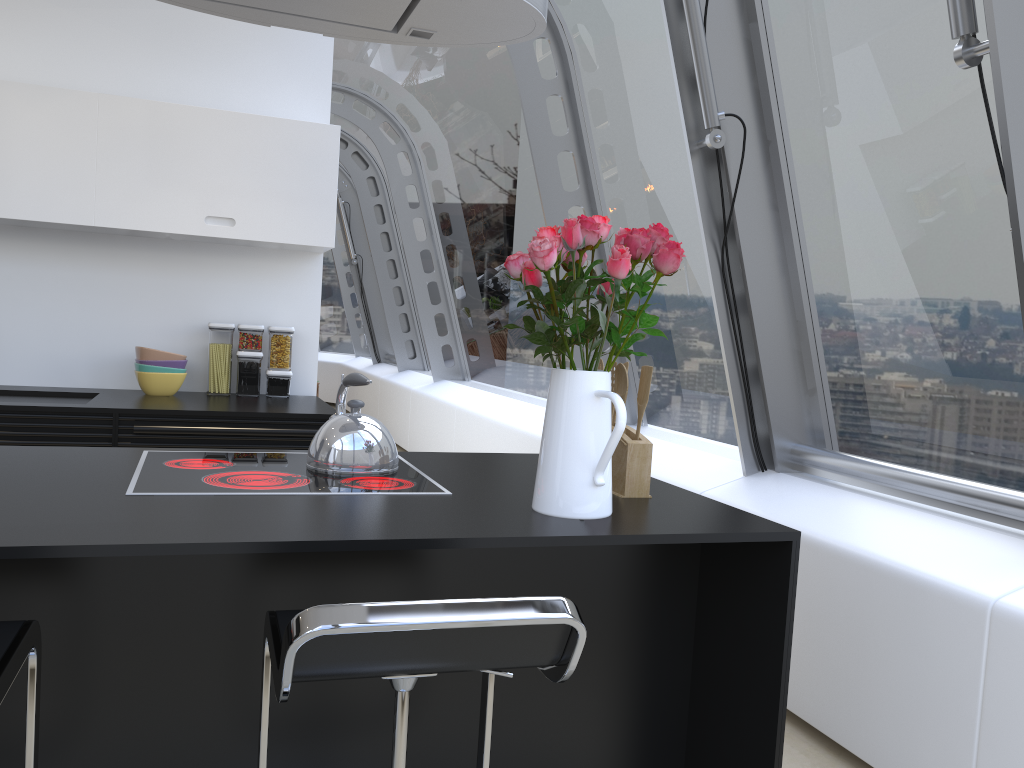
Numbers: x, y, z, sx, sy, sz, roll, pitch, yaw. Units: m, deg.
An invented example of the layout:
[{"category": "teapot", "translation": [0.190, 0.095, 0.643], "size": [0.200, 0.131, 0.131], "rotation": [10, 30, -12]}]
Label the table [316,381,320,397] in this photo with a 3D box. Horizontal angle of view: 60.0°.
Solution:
[{"category": "table", "translation": [-3.137, 0.151, 11.358], "size": [1.007, 0.436, 0.923], "rotation": [5, 4, 23]}]

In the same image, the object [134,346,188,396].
[{"category": "object", "translation": [-1.467, -0.052, 3.705], "size": [0.205, 0.205, 0.185], "rotation": [2, 4, -31]}]

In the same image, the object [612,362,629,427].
[{"category": "object", "translation": [0.243, 0.093, 2.150], "size": [0.040, 0.299, 0.061], "rotation": [2, 4, -21]}]

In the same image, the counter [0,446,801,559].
[{"category": "counter", "translation": [-1.392, 0.183, 1.570], "size": [3.800, 0.018, 1.006], "rotation": [2, 4, -19]}]

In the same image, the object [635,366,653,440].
[{"category": "object", "translation": [0.286, 0.104, 2.022], "size": [0.030, 0.294, 0.057], "rotation": [2, 3, -18]}]

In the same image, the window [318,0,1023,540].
[{"category": "window", "translation": [-6.976, -0.923, 4.409], "size": [16.693, 3.674, 16.171], "rotation": [2, 4, -26]}]

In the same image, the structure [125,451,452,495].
[{"category": "structure", "translation": [-0.522, 0.220, 2.047], "size": [0.640, 0.041, 0.562], "rotation": [2, 4, -19]}]

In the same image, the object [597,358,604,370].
[{"category": "object", "translation": [0.207, 0.083, 2.263], "size": [0.027, 0.299, 0.055], "rotation": [2, 3, -18]}]

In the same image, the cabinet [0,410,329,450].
[{"category": "cabinet", "translation": [-3.169, -0.609, 2.860], "size": [5.157, 2.901, 0.831], "rotation": [2, 4, -19]}]

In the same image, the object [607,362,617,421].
[{"category": "object", "translation": [0.236, 0.095, 2.111], "size": [0.019, 0.299, 0.057], "rotation": [2, 3, -18]}]

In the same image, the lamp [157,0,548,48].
[{"category": "lamp", "translation": [-0.421, -1.356, 1.956], "size": [1.112, 0.966, 0.606], "rotation": [2, 4, -19]}]

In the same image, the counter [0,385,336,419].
[{"category": "counter", "translation": [-2.538, 0.025, 3.130], "size": [3.738, 0.025, 0.804], "rotation": [2, 4, -19]}]

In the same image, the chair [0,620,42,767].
[{"category": "chair", "translation": [-0.868, 0.661, 1.127], "size": [0.418, 0.857, 0.460], "rotation": [2, 3, -19]}]

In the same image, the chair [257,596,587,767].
[{"category": "chair", "translation": [-0.175, 0.691, 1.359], "size": [0.418, 0.857, 0.460], "rotation": [2, 3, -19]}]

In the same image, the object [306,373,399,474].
[{"category": "object", "translation": [-0.381, 0.087, 2.155], "size": [0.221, 0.230, 0.221], "rotation": [4, 3, 12]}]

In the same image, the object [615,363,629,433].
[{"category": "object", "translation": [0.258, 0.101, 2.051], "size": [0.039, 0.298, 0.068], "rotation": [2, 3, -18]}]

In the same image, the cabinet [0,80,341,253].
[{"category": "cabinet", "translation": [-2.559, -0.924, 3.306], "size": [3.741, 0.515, 0.343], "rotation": [2, 4, -19]}]

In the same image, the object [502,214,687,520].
[{"category": "object", "translation": [0.143, -0.040, 1.766], "size": [0.327, 0.596, 0.350], "rotation": [3, 3, -12]}]

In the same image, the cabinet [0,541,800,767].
[{"category": "cabinet", "translation": [-1.419, 0.610, 1.595], "size": [3.800, 0.838, 1.007], "rotation": [2, 4, -19]}]

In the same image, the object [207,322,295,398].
[{"category": "object", "translation": [-1.159, -0.105, 3.923], "size": [0.365, 0.315, 0.113], "rotation": [2, 4, -19]}]

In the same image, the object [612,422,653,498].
[{"category": "object", "translation": [0.229, 0.171, 2.151], "size": [0.084, 0.157, 0.353], "rotation": [2, 3, -18]}]
